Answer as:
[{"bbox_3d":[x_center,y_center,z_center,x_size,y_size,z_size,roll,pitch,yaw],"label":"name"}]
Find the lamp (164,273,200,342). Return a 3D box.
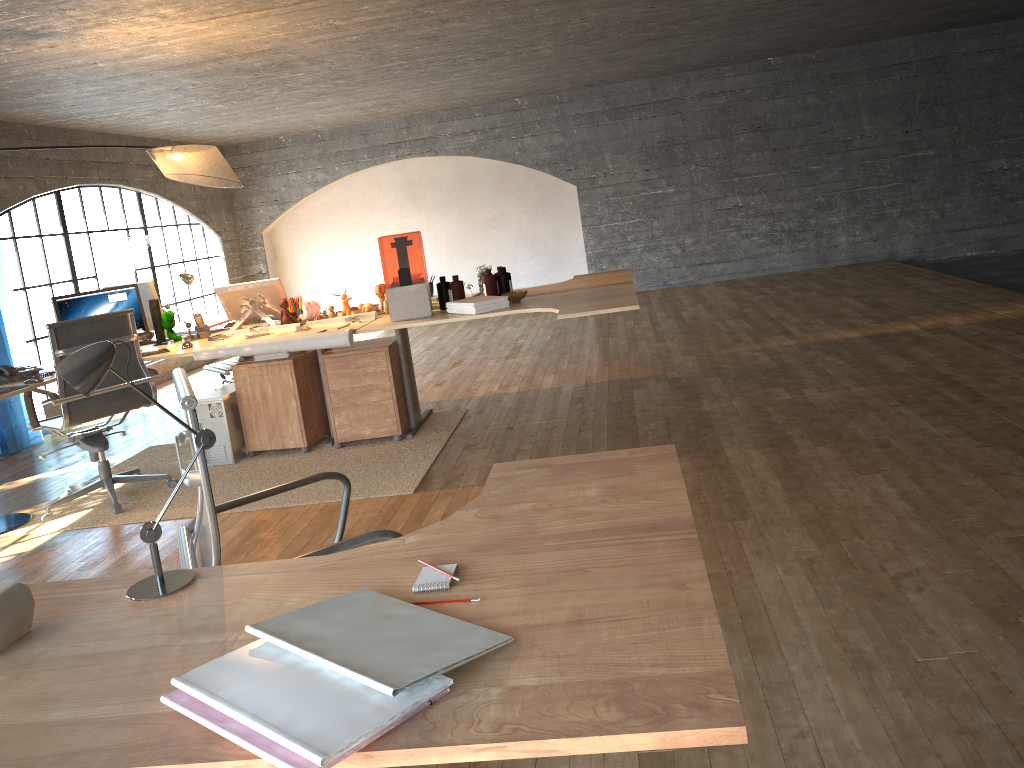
[{"bbox_3d":[-1.983,-0.462,5.319,0.206,0.405,0.107,-6,7,19],"label":"lamp"}]

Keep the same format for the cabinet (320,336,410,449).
[{"bbox_3d":[-0.861,0.047,5.294,0.426,0.566,0.432,-8,8,5],"label":"cabinet"}]

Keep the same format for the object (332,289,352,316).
[{"bbox_3d":[-0.983,-0.466,5.175,0.084,0.187,0.095,-4,8,31],"label":"object"}]

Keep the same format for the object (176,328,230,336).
[{"bbox_3d":[-2.073,-0.333,5.748,0.489,0.011,0.190,-1,13,32],"label":"object"}]

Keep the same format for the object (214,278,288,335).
[{"bbox_3d":[-1.575,-0.479,5.389,0.395,0.296,0.290,-9,9,-1],"label":"object"}]

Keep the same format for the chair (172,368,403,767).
[{"bbox_3d":[-0.414,0.440,1.925,0.689,1.004,0.656,-12,8,-23],"label":"chair"}]

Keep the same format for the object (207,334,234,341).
[{"bbox_3d":[-1.691,-0.275,5.156,0.138,0.022,0.111,-2,13,27],"label":"object"}]

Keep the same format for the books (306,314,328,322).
[{"bbox_3d":[-1.240,-0.409,5.518,0.215,0.012,0.334,-9,11,-6],"label":"books"}]

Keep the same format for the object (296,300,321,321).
[{"bbox_3d":[-1.204,-0.423,5.257,0.099,0.134,0.156,-1,12,42],"label":"object"}]

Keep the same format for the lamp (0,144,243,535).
[{"bbox_3d":[-3.991,0.159,3.558,6.309,1.912,0.386,-16,10,-36],"label":"lamp"}]

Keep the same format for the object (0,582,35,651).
[{"bbox_3d":[-0.940,0.268,1.281,0.402,0.281,0.138,-7,7,7],"label":"object"}]

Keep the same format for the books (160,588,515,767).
[{"bbox_3d":[-0.204,0.328,1.055,0.307,0.044,0.322,2,15,42],"label":"books"}]

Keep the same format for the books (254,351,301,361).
[{"bbox_3d":[-1.400,-0.229,5.339,0.219,0.108,0.314,-7,11,9],"label":"books"}]

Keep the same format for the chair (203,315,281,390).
[{"bbox_3d":[-1.727,-0.102,5.930,0.692,0.849,0.654,-14,10,-35],"label":"chair"}]

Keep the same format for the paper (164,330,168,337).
[{"bbox_3d":[-2.158,-0.324,5.460,0.078,0.074,0.019,-3,8,32],"label":"paper"}]

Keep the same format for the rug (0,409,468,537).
[{"bbox_3d":[-1.456,0.467,5.056,2.197,0.005,1.626,-7,11,7],"label":"rug"}]

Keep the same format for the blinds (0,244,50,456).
[{"bbox_3d":[-3.816,-0.577,6.453,0.260,2.393,0.870,-7,7,16],"label":"blinds"}]

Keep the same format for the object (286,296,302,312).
[{"bbox_3d":[-1.301,-0.444,5.313,0.101,0.174,0.106,-9,7,-6],"label":"object"}]

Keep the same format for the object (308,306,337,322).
[{"bbox_3d":[-1.144,-0.436,5.313,0.215,0.119,0.075,-3,9,26],"label":"object"}]

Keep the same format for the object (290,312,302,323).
[{"bbox_3d":[-1.298,-0.397,5.320,0.076,0.081,0.078,-4,10,26],"label":"object"}]

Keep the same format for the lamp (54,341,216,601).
[{"bbox_3d":[-0.581,0.126,1.409,0.207,0.405,0.106,-9,6,-6],"label":"lamp"}]

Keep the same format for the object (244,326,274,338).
[{"bbox_3d":[-1.436,-0.302,5.005,0.160,0.063,0.054,-13,10,-25],"label":"object"}]

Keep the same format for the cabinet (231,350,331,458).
[{"bbox_3d":[-1.368,0.103,5.381,0.424,0.566,0.480,-6,9,15],"label":"cabinet"}]

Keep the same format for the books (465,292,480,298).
[{"bbox_3d":[-0.347,-0.523,5.358,0.317,0.044,0.312,-6,11,12],"label":"books"}]

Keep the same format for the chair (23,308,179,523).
[{"bbox_3d":[-2.264,0.146,4.700,0.683,1.004,0.662,-2,10,41],"label":"chair"}]

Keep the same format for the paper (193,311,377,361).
[{"bbox_3d":[-1.220,-0.254,4.842,0.850,0.112,0.591,-7,11,8],"label":"paper"}]

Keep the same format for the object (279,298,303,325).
[{"bbox_3d":[-1.328,-0.423,5.240,0.224,0.176,0.095,-2,10,35],"label":"object"}]

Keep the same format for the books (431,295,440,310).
[{"bbox_3d":[-0.478,-0.471,5.135,0.228,0.069,0.181,-5,11,15],"label":"books"}]

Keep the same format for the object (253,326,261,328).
[{"bbox_3d":[-1.589,-0.343,5.413,0.107,0.024,0.098,-4,12,21],"label":"object"}]

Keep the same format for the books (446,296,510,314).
[{"bbox_3d":[-0.185,-0.421,4.687,0.223,0.057,0.311,-15,13,-31],"label":"books"}]

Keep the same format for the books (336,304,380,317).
[{"bbox_3d":[-0.943,-0.446,5.384,0.294,0.053,0.260,-18,15,-41],"label":"books"}]

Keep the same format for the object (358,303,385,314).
[{"bbox_3d":[-0.850,-0.448,5.260,0.144,0.080,0.183,-1,13,37],"label":"object"}]

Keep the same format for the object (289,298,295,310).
[{"bbox_3d":[-1.326,-0.468,5.471,0.106,0.142,0.104,-11,8,-18],"label":"object"}]

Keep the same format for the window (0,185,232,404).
[{"bbox_3d":[-3.888,-0.204,4.524,3.931,1.829,12.358,-11,11,-13],"label":"window"}]
